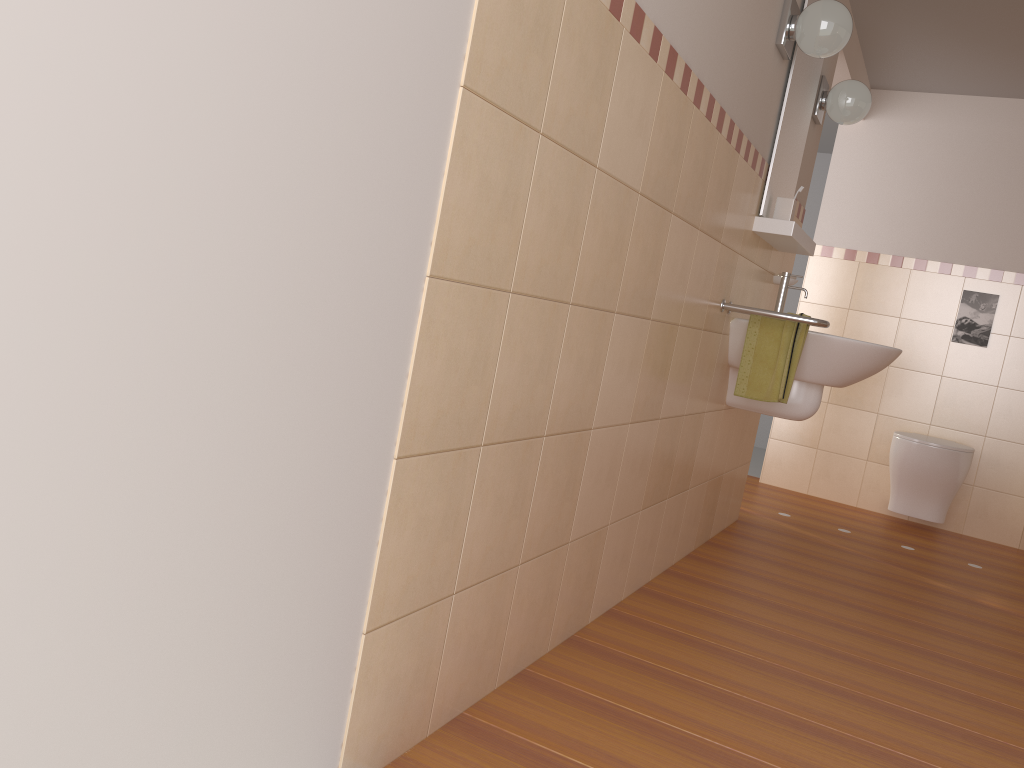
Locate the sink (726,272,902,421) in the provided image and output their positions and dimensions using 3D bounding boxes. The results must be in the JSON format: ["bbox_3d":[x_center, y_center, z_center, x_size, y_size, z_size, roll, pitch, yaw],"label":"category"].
[{"bbox_3d":[1.101,-0.117,3.182,0.539,0.516,0.683,13,6,25],"label":"sink"}]

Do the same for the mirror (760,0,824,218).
[{"bbox_3d":[1.031,-0.967,3.209,0.008,0.799,0.502,13,6,25],"label":"mirror"}]

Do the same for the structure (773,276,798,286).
[{"bbox_3d":[1.095,-0.407,3.546,0.092,0.029,0.117,13,6,25],"label":"structure"}]

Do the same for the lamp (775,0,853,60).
[{"bbox_3d":[0.959,-1.114,2.782,0.209,0.173,0.173,13,6,25],"label":"lamp"}]

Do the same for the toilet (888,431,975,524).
[{"bbox_3d":[2.109,0.477,4.530,0.375,0.400,0.534,13,6,25],"label":"toilet"}]

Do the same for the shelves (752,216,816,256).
[{"bbox_3d":[0.997,-0.533,3.229,0.138,0.050,0.554,13,6,25],"label":"shelves"}]

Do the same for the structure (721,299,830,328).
[{"bbox_3d":[0.844,-0.219,2.836,0.333,0.042,0.142,13,6,25],"label":"structure"}]

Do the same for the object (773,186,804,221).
[{"bbox_3d":[0.967,-0.628,3.104,0.073,0.149,0.063,13,6,25],"label":"object"}]

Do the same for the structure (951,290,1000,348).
[{"bbox_3d":[2.432,-0.343,4.656,0.170,0.279,0.005,13,6,25],"label":"structure"}]

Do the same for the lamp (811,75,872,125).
[{"bbox_3d":[1.319,-1.120,3.525,0.209,0.173,0.173,13,6,25],"label":"lamp"}]

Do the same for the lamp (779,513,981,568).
[{"bbox_3d":[0.866,0.698,2.788,2.893,0.001,3.173,13,6,25],"label":"lamp"}]

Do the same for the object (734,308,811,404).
[{"bbox_3d":[0.850,-0.093,2.898,0.181,0.306,0.085,16,7,41],"label":"object"}]

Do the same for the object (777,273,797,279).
[{"bbox_3d":[1.099,-0.429,3.546,0.075,0.023,0.050,10,6,-10],"label":"object"}]
